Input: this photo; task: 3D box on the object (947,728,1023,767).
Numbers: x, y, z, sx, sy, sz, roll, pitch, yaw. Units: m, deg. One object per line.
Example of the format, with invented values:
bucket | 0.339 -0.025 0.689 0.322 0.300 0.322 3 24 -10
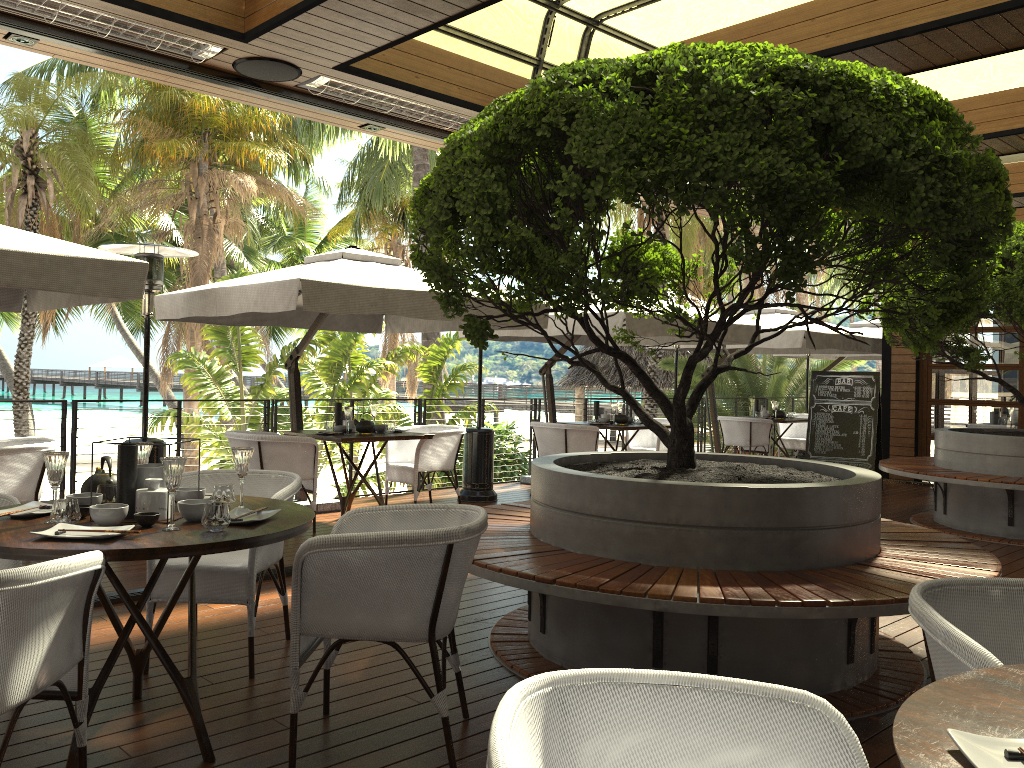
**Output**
object | 0.692 0.508 1.116 0.170 0.025 0.294 1 1 5

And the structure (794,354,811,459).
structure | 4.524 0.125 13.590 0.699 2.192 0.699 1 0 34

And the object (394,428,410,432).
object | -1.043 0.402 7.719 0.170 0.025 0.295 1 1 -44

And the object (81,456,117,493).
object | -1.531 0.359 3.338 0.163 0.179 0.168 1 0 5

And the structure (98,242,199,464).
structure | -2.730 0.040 6.611 0.699 2.192 0.699 1 0 34

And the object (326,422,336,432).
object | -1.506 0.364 7.397 0.086 0.086 0.086 1 0 -39

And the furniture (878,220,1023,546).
furniture | 4.631 -0.053 7.755 2.569 2.723 2.719 1 0 11

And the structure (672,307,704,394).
structure | 2.075 0.096 11.234 0.699 2.192 0.699 1 0 34

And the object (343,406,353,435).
object | -1.330 0.297 7.183 0.082 0.227 0.082 2 -1 -43

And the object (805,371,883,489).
object | 3.929 0.546 10.484 0.768 1.397 0.771 1 0 31

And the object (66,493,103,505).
object | -1.492 0.420 3.094 0.116 0.065 0.116 1 0 6

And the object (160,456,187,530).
object | -1.080 0.347 2.823 0.082 0.227 0.082 1 0 -9

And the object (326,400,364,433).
object | -1.430 0.275 7.606 0.263 0.264 0.263 1 0 1

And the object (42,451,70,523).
object | -1.498 0.337 2.906 0.082 0.227 0.082 1 0 8

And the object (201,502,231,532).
object | -0.941 0.424 2.821 0.086 0.086 0.086 1 0 -33

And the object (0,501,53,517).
object | -1.662 0.437 3.044 0.170 0.025 0.294 1 1 7

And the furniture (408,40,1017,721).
furniture | 0.849 -0.098 4.213 2.616 2.723 2.694 1 0 37

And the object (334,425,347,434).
object | -1.416 0.378 7.332 0.116 0.065 0.116 2 0 45

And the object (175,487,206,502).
object | -1.203 0.424 3.305 0.116 0.065 0.116 1 0 29

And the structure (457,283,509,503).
structure | -0.324 0.068 8.926 0.699 2.192 0.699 1 0 34

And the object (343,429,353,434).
object | -1.347 0.391 7.262 0.080 0.042 0.080 1 0 7

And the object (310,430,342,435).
object | -1.496 0.397 7.189 0.170 0.025 0.295 1 1 -44

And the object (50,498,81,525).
object | -1.425 0.413 2.831 0.086 0.086 0.086 1 0 -43

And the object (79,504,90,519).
object | -1.459 0.433 2.992 0.080 0.042 0.080 2 0 36

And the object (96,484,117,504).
object | -1.460 0.408 3.204 0.086 0.086 0.086 1 0 -33

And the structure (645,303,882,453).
structure | 3.495 0.053 12.191 2.413 2.333 2.414 1 0 -44

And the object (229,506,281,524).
object | -0.909 0.453 3.051 0.170 0.025 0.294 1 1 7

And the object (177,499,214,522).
object | -1.070 0.430 2.997 0.116 0.065 0.116 1 0 6

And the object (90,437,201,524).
object | -1.259 0.326 3.064 0.263 0.264 0.263 1 0 2

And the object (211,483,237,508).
object | -1.070 0.416 3.290 0.086 0.086 0.086 1 0 -43

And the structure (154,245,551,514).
structure | -1.371 -0.004 7.510 2.413 2.333 2.414 1 0 -44

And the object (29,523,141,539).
object | -1.268 0.449 2.677 0.294 0.025 0.170 1 1 2

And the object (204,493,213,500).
object | -1.266 0.441 3.478 0.294 0.025 0.170 1 1 2

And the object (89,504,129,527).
object | -1.300 0.426 2.860 0.116 0.065 0.116 1 0 29

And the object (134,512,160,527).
object | -1.180 0.440 2.866 0.080 0.042 0.080 1 0 1

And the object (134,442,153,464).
object | -1.395 0.335 3.334 0.082 0.227 0.082 1 0 -9

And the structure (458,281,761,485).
structure | 1.062 0.024 9.850 2.413 2.333 2.414 1 0 -44

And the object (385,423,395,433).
object | -1.034 0.373 7.508 0.086 0.086 0.086 1 0 -39

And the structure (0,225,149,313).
structure | -3.804 -0.033 5.169 2.413 2.333 2.414 1 0 -44

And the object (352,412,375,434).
object | -1.223 0.324 7.387 0.168 0.179 0.163 1 0 -42

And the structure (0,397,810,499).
structure | -2.859 0.710 7.623 26.261 1.153 0.163 1 0 -44

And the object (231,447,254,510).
object | -0.982 0.345 3.225 0.082 0.227 0.082 1 0 8

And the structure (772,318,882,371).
structure | 5.928 0.081 14.532 2.413 2.333 2.414 1 0 -44
